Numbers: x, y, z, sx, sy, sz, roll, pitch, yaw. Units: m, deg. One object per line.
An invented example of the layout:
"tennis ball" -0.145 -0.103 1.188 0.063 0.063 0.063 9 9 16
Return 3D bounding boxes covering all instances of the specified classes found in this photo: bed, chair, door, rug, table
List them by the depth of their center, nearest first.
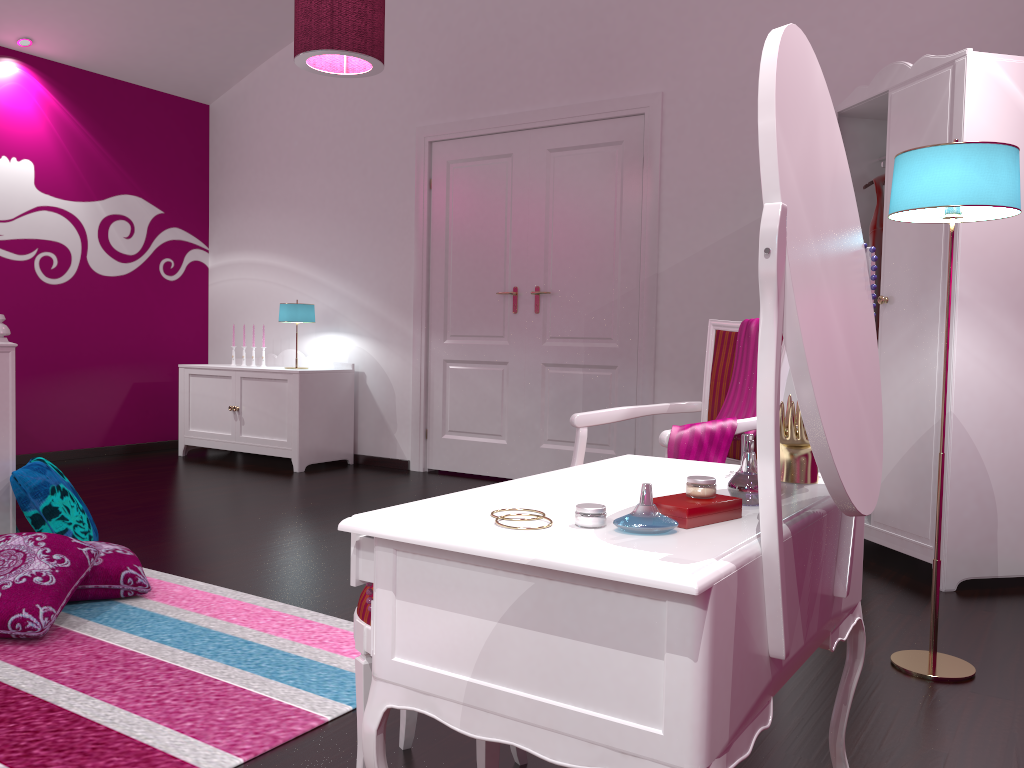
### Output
"table" 0.201 0.464 1.396 0.526 0.592 0.856 3 3 33
"chair" -0.120 0.545 1.630 0.337 0.390 0.337 3 3 30
"rug" -1.272 0.702 1.820 1.400 0.018 2.100 3 3 33
"chair" 0.462 0.262 2.467 0.511 0.901 0.528 0 3 -22
"bed" -3.188 0.037 2.986 2.317 1.143 2.167 3 3 33
"door" 0.077 -0.443 5.070 1.405 2.001 0.098 3 3 33

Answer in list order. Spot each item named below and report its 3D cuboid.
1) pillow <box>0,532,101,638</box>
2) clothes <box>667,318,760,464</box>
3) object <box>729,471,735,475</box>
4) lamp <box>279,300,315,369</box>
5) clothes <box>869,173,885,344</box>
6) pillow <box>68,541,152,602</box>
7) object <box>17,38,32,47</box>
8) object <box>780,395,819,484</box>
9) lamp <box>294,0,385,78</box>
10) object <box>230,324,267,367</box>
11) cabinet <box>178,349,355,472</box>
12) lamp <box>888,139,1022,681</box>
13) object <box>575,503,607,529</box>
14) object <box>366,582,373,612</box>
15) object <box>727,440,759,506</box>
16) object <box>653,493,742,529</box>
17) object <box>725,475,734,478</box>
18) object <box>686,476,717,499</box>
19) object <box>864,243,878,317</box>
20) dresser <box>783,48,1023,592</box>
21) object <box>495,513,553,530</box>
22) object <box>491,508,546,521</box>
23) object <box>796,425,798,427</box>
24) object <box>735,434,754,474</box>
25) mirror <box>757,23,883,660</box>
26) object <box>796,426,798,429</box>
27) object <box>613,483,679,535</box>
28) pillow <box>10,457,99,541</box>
"pillow" -1.413 0.550 2.474 0.425 0.224 0.391 1 3 1
"clothes" 0.580 0.202 2.353 0.162 0.777 0.601 3 3 37
"object" 0.400 0.160 1.591 0.020 0.005 0.022 0 3 -16
"lamp" -1.366 -0.315 5.631 0.229 0.438 0.229 1 3 -12
"clothes" 1.565 -0.276 3.724 0.315 1.237 0.173 1 3 -10
"pillow" -1.378 0.579 2.777 0.400 0.142 0.429 -1 3 -32
"object" -2.900 -2.041 5.273 0.085 0.058 0.080 3 3 33
"object" 0.506 0.095 1.534 0.085 0.145 0.248 2 3 21
"lamp" -1.266 -1.892 2.909 0.377 1.129 2.377 3 3 33
"object" -1.760 -0.261 5.925 0.285 0.284 0.043 2 3 21
"cabinet" -1.639 0.137 5.843 1.142 0.734 0.506 3 3 33
"lamp" 1.105 0.059 2.268 0.303 1.352 0.303 1 3 -12
"object" 0.099 0.166 1.116 0.040 0.026 0.040 3 3 33
"object" -0.180 0.259 1.265 0.032 0.143 0.063 3 3 33
"object" 0.345 0.129 1.294 0.059 0.094 0.059 0 3 -18
"object" 0.239 0.166 1.176 0.122 0.027 0.075 -1 4 -42
"object" 0.384 0.162 1.554 0.021 0.005 0.020 -1 4 -43
"object" 0.254 0.139 1.191 0.040 0.026 0.040 3 3 33
"object" 0.556 -0.065 1.418 0.044 0.320 0.022 3 3 33
"dresser" 1.490 -0.258 3.402 0.875 1.893 0.842 1 3 -12
"object" 0.015 0.174 1.120 0.073 0.006 0.073 1 3 -4
"object" 0.008 0.173 1.174 0.073 0.003 0.073 4 4 44
"object" 0.508 0.074 1.590 0.020 0.007 0.020 2 3 14
"object" 0.360 0.125 1.360 0.030 0.096 0.030 1 3 4
"mirror" 0.433 -0.078 1.226 0.138 0.829 0.544 3 3 33
"object" 0.501 0.077 1.566 0.020 0.005 0.021 2 3 24
"object" 0.165 0.152 1.089 0.082 0.060 0.059 1 3 -11
"pillow" -1.635 0.456 3.186 0.264 0.357 0.402 0 3 -17
